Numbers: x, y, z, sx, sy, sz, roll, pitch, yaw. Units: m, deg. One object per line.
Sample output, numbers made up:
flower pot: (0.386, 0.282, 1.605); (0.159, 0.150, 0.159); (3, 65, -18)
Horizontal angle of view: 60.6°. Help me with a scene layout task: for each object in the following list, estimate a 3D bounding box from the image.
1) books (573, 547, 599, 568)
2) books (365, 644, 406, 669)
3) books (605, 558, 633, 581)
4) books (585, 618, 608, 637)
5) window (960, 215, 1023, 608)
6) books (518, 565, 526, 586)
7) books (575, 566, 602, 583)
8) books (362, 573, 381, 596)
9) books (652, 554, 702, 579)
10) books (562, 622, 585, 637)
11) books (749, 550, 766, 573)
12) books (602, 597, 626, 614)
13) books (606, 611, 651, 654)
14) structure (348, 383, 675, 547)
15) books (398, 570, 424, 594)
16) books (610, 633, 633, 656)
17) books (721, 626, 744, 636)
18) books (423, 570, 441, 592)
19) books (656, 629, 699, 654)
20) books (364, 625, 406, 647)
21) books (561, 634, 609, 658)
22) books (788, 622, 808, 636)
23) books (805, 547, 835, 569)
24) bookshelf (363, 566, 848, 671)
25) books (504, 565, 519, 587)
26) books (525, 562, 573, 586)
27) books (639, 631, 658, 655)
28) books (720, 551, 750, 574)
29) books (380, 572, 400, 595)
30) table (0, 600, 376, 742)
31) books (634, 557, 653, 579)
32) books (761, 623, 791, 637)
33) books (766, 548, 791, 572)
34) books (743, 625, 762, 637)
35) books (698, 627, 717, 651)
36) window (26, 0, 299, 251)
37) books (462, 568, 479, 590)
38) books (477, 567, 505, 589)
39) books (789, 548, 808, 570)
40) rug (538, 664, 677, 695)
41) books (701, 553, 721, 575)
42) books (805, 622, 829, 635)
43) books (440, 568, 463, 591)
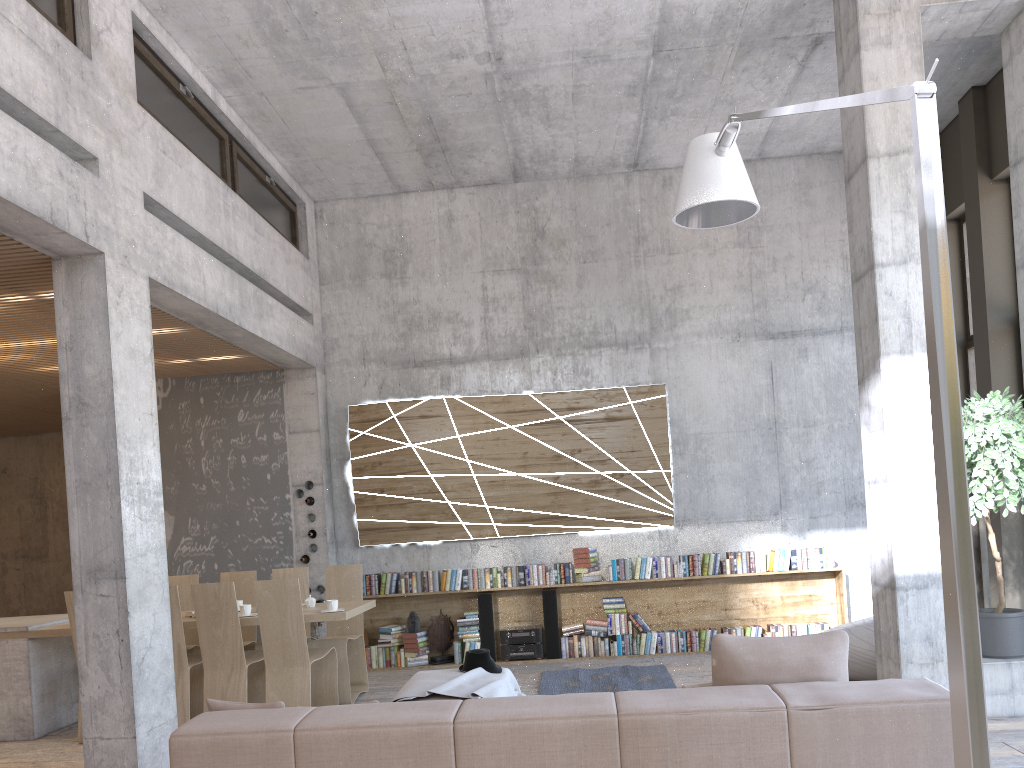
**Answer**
books: (0.769, 1.817, 9.177); (0.190, 0.209, 0.247); (-6, -5, 25)
books: (-1.379, 2.913, 9.413); (0.494, 0.237, 0.244); (-4, -4, 4)
books: (1.115, 1.939, 9.179); (0.278, 0.219, 0.211); (-4, -4, 3)
books: (0.879, 2.546, 9.156); (0.244, 0.191, 0.155); (-4, -3, 4)
window: (4.480, -0.282, 4.330); (0.209, 4.129, 9.297); (-4, -7, 2)
books: (0.105, 2.031, 9.290); (0.055, 0.219, 0.191); (-4, -4, 4)
books: (0.792, 1.995, 9.182); (0.284, 0.149, 0.224); (2, -8, -38)
books: (-1.663, 2.160, 9.409); (0.490, 0.219, 0.216); (-4, -4, 4)
books: (1.712, 1.900, 9.145); (0.490, 0.219, 0.216); (-4, -4, 4)
books: (0.647, 2.583, 9.234); (0.234, 0.139, 0.193); (-4, -6, 5)
books: (2.526, 1.832, 9.060); (0.156, 0.219, 0.191); (-4, -4, 4)
books: (1.073, 2.326, 9.210); (0.239, 0.160, 0.191); (-4, -5, 4)
books: (1.232, 2.611, 9.186); (0.452, 0.447, 0.215); (-4, -2, 4)
structure: (-0.021, 0.864, 9.295); (3.414, 1.530, 0.359); (-4, -1, 4)
books: (-1.064, 2.114, 9.366); (0.278, 0.219, 0.211); (-4, -4, 3)
books: (1.142, 2.722, 9.181); (0.227, 0.219, 0.216); (-4, -4, 4)
books: (2.259, 2.643, 9.110); (0.278, 0.219, 0.211); (-4, -4, 3)
books: (-0.850, 2.092, 9.324); (0.156, 0.219, 0.191); (-4, -4, 4)
books: (1.728, 2.684, 9.153); (0.418, 0.219, 0.206); (-4, -4, 4)
books: (-1.497, 2.710, 9.416); (0.717, 0.261, 0.302); (-5, -5, 9)
books: (0.768, 2.748, 9.243); (0.494, 0.237, 0.244); (-4, -4, 4)
books: (2.956, 2.588, 9.062); (0.156, 0.219, 0.191); (-4, -4, 4)
books: (3.157, 1.791, 9.012); (0.277, 0.219, 0.171); (-4, -3, 6)
bookshelf: (0.770, 2.489, 9.260); (5.325, 0.802, 0.304); (-4, -1, 4)
books: (0.001, 2.041, 9.306); (0.155, 0.219, 0.206); (-4, -4, 4)
books: (0.391, 2.004, 9.248); (0.490, 0.219, 0.216); (-4, -4, 4)
books: (1.418, 2.699, 9.149); (0.199, 0.227, 0.190); (-4, -4, 4)
books: (2.312, 1.853, 9.102); (0.278, 0.219, 0.211); (-4, -4, 3)
books: (-1.309, 2.133, 9.395); (0.199, 0.227, 0.190); (-4, -4, 4)
table: (-3.806, 2.470, 7.512); (5.190, 0.919, 1.020); (-4, -5, 4)
books: (1.367, 1.918, 9.150); (0.199, 0.227, 0.190); (-4, -4, 4)
books: (2.742, 2.610, 9.104); (0.278, 0.219, 0.211); (-4, -4, 3)
books: (2.743, 1.815, 9.043); (0.249, 0.227, 0.190); (-4, -4, 4)
books: (2.497, 2.629, 9.133); (0.199, 0.227, 0.190); (-4, -4, 4)
books: (2.030, 2.661, 9.137); (0.199, 0.227, 0.190); (-4, -4, 4)
window: (-2.602, -2.214, 5.105); (0.113, 0.601, 8.522); (-4, -9, 4)
books: (-0.435, 2.067, 9.291); (0.156, 0.219, 0.155); (-4, -3, 4)
books: (-0.219, 2.052, 9.276); (0.277, 0.219, 0.171); (-4, -3, 6)
books: (2.941, 1.807, 9.027); (0.156, 0.219, 0.155); (-4, -3, 4)
rug: (0.772, 2.540, 7.042); (1.163, 0.049, 2.947); (-4, -9, 4)
books: (2.067, 1.873, 9.131); (0.199, 0.227, 0.190); (-4, -4, 4)
books: (3.175, 2.568, 9.014); (0.277, 0.219, 0.171); (-4, -3, 6)
books: (-0.633, 2.075, 9.307); (0.249, 0.227, 0.190); (-4, -4, 4)
